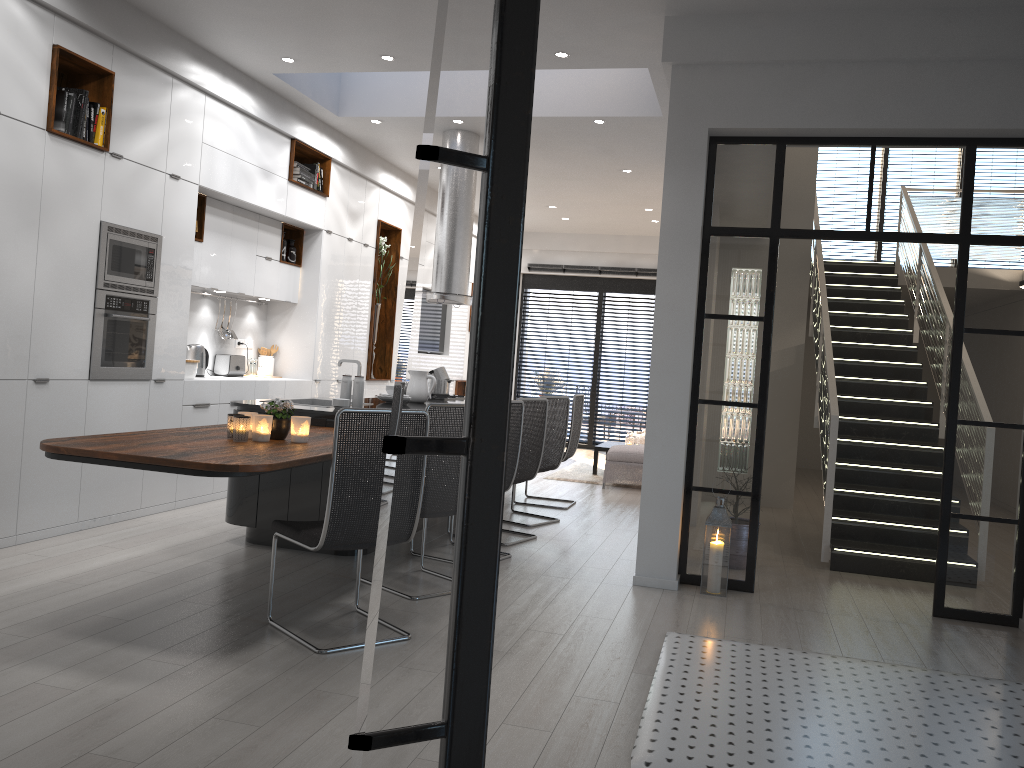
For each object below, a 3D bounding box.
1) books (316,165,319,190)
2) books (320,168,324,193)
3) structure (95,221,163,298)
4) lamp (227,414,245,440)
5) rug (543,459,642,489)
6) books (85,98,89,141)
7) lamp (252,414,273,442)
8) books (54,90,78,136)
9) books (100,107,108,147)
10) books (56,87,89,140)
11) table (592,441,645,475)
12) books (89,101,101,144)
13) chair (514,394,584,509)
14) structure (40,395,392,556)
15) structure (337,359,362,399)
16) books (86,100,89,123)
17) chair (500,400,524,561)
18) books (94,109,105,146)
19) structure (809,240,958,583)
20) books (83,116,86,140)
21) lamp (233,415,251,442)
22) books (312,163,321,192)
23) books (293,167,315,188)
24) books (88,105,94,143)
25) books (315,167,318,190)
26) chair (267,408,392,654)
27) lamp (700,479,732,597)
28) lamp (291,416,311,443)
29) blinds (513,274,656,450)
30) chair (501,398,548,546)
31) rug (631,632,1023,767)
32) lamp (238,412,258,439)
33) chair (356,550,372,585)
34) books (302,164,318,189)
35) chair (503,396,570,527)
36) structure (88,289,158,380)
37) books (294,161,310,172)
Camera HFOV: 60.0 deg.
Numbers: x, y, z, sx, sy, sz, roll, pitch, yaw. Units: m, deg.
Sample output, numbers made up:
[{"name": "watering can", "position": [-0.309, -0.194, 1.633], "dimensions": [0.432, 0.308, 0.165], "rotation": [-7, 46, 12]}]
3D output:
[{"name": "books", "position": [-1.923, -1.928, 8.331], "dimensions": [0.217, 0.271, 0.030], "rotation": [4, 0, 15]}, {"name": "books", "position": [-1.885, -1.925, 8.433], "dimensions": [0.210, 0.267, 0.026], "rotation": [4, 0, 15]}, {"name": "structure", "position": [-2.732, -0.826, 5.913], "dimensions": [0.459, 0.430, 0.595], "rotation": [4, 1, 15]}, {"name": "lamp", "position": [-1.318, 0.205, 4.222], "dimensions": [0.078, 0.120, 0.078], "rotation": [4, 0, -2]}, {"name": "rug", "position": [1.431, 1.096, 10.854], "dimensions": [1.624, 0.020, 2.519], "rotation": [4, 1, 14]}, {"name": "books", "position": [-2.706, -1.617, 5.465], "dimensions": [0.231, 0.296, 0.030], "rotation": [4, 0, 15]}, {"name": "lamp", "position": [-1.192, 0.211, 4.224], "dimensions": [0.095, 0.124, 0.095], "rotation": [4, 0, 8]}, {"name": "books", "position": [-2.726, -1.617, 5.298], "dimensions": [0.236, 0.278, 0.106], "rotation": [4, 0, 15]}, {"name": "books", "position": [-2.642, -1.608, 5.566], "dimensions": [0.212, 0.264, 0.024], "rotation": [4, 0, 15]}, {"name": "books", "position": [-2.698, -1.639, 5.370], "dimensions": [0.268, 0.321, 0.047], "rotation": [4, 0, 15]}, {"name": "table", "position": [1.565, 0.944, 10.764], "dimensions": [1.000, 0.350, 1.000], "rotation": [4, 1, 15]}, {"name": "books", "position": [-2.676, -1.626, 5.514], "dimensions": [0.239, 0.288, 0.030], "rotation": [4, 0, 15]}, {"name": "chair", "position": [0.322, 0.580, 8.095], "dimensions": [0.537, 1.018, 0.470], "rotation": [4, 0, 15]}, {"name": "structure", "position": [-0.948, 0.598, 6.187], "dimensions": [1.378, 0.887, 5.639], "rotation": [4, 1, 15]}, {"name": "structure", "position": [-1.115, -0.010, 5.991], "dimensions": [0.177, 0.310, 0.089], "rotation": [4, 0, 15]}, {"name": "books", "position": [-2.693, -1.614, 5.435], "dimensions": [0.196, 0.269, 0.020], "rotation": [4, 0, 15]}, {"name": "chair", "position": [-0.298, 0.590, 5.678], "dimensions": [0.537, 1.018, 0.470], "rotation": [4, 0, 30]}, {"name": "books", "position": [-2.636, -1.598, 5.536], "dimensions": [0.184, 0.244, 0.033], "rotation": [4, 0, 15]}, {"name": "structure", "position": [3.889, -0.445, 7.636], "dimensions": [2.395, 3.602, 5.800], "rotation": [4, 1, 15]}, {"name": "books", "position": [-2.696, -1.616, 5.409], "dimensions": [0.231, 0.296, 0.030], "rotation": [4, 0, 15]}, {"name": "lamp", "position": [-1.264, 0.211, 4.140], "dimensions": [0.078, 0.120, 0.078], "rotation": [4, 0, -2]}, {"name": "books", "position": [-1.908, -1.930, 8.358], "dimensions": [0.253, 0.312, 0.030], "rotation": [4, 0, 15]}, {"name": "books", "position": [-1.990, -1.875, 8.072], "dimensions": [0.279, 0.137, 0.345], "rotation": [4, 1, 10]}, {"name": "books", "position": [-2.674, -1.599, 5.485], "dimensions": [0.190, 0.253, 0.026], "rotation": [4, 0, 15]}, {"name": "books", "position": [-1.913, -1.919, 8.299], "dimensions": [0.194, 0.273, 0.025], "rotation": [4, 0, 15]}, {"name": "chair", "position": [-0.746, 0.596, 3.979], "dimensions": [0.470, 1.018, 0.537], "rotation": [4, 0, -40]}, {"name": "lamp", "position": [1.201, 0.886, 5.175], "dimensions": [0.148, 0.665, 0.157], "rotation": [4, 0, 15]}, {"name": "lamp", "position": [-1.027, 0.221, 4.300], "dimensions": [0.095, 0.124, 0.096], "rotation": [4, 0, -42]}, {"name": "blinds", "position": [1.357, -0.334, 14.068], "dimensions": [2.586, 2.720, 0.358], "rotation": [4, 0, 15]}, {"name": "chair", "position": [-0.115, 0.587, 6.373], "dimensions": [0.537, 1.018, 0.470], "rotation": [4, 0, 30]}, {"name": "rug", "position": [1.654, 1.282, 3.256], "dimensions": [2.277, 0.020, 1.584], "rotation": [4, 1, 14]}, {"name": "lamp", "position": [-1.292, 0.201, 4.324], "dimensions": [0.096, 0.124, 0.095], "rotation": [4, 0, 32]}, {"name": "chair", "position": [-0.498, 0.594, 4.884], "dimensions": [0.537, 1.018, 0.470], "rotation": [4, 0, 45]}, {"name": "books", "position": [-1.918, -1.920, 8.274], "dimensions": [0.197, 0.268, 0.026], "rotation": [4, 0, 15]}, {"name": "chair", "position": [0.089, 0.584, 7.160], "dimensions": [0.537, 1.018, 0.470], "rotation": [4, 0, 35]}, {"name": "structure", "position": [-2.751, -0.326, 5.907], "dimensions": [0.495, 0.570, 0.595], "rotation": [4, 1, 15]}, {"name": "books", "position": [-2.009, -1.969, 8.057], "dimensions": [0.250, 0.047, 0.307], "rotation": [4, 1, 11]}]
